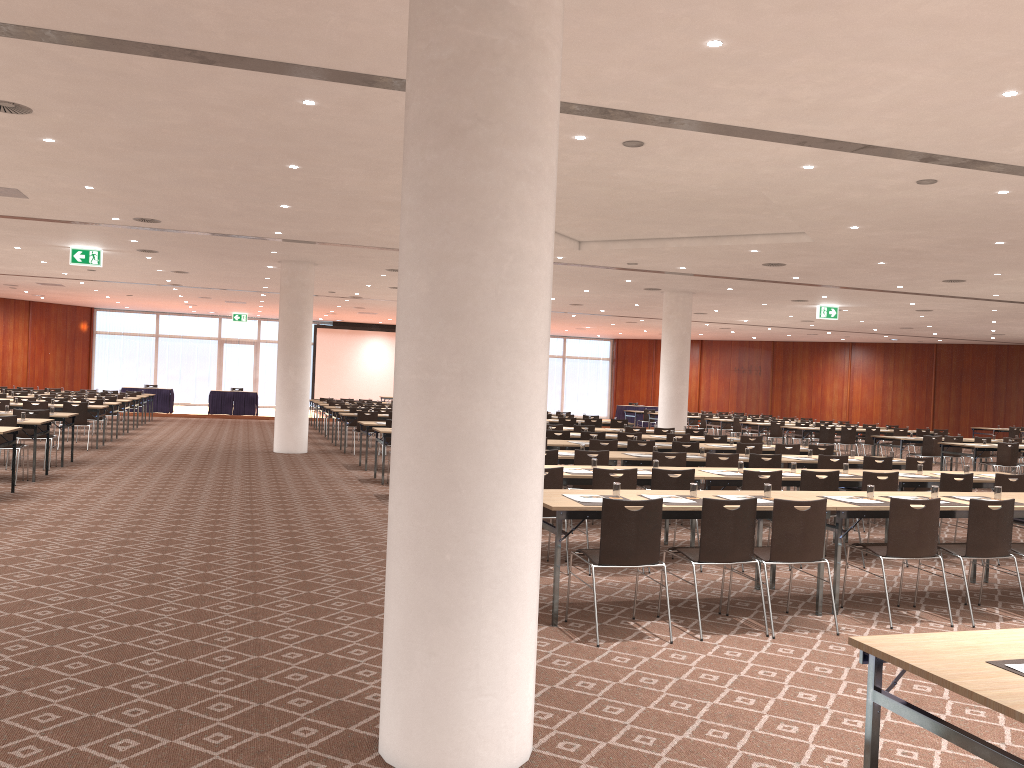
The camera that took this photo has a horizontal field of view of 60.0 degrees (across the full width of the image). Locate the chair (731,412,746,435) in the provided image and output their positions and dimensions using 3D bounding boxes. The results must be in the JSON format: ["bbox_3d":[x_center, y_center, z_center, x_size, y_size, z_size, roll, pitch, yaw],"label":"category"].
[{"bbox_3d":[8.288,1.514,32.781,0.536,0.939,0.613,2,0,-17],"label":"chair"}]

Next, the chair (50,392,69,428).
[{"bbox_3d":[-11.596,0.675,22.755,0.536,0.939,0.613,2,0,-16],"label":"chair"}]

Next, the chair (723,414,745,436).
[{"bbox_3d":[7.684,1.491,30.595,0.536,0.939,0.613,2,1,-18],"label":"chair"}]

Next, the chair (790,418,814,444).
[{"bbox_3d":[9.511,1.570,28.973,0.536,0.939,0.613,2,0,-15],"label":"chair"}]

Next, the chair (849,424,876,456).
[{"bbox_3d":[9.987,1.594,25.086,0.536,0.939,0.613,2,0,-15],"label":"chair"}]

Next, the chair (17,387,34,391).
[{"bbox_3d":[-14.286,0.557,26.059,0.536,0.939,0.613,2,0,-18],"label":"chair"}]

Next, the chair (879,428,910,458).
[{"bbox_3d":[9.942,1.594,22.984,0.536,0.939,0.613,2,0,-17],"label":"chair"}]

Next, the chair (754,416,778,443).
[{"bbox_3d":[8.246,1.516,28.738,0.536,0.939,0.613,2,0,-15],"label":"chair"}]

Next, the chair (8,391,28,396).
[{"bbox_3d":[-12.475,0.638,22.429,0.536,0.939,0.613,2,1,-20],"label":"chair"}]

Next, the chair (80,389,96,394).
[{"bbox_3d":[-12.644,0.627,26.470,0.536,0.939,0.613,2,0,-18],"label":"chair"}]

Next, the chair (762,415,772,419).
[{"bbox_3d":[8.796,1.538,30.992,0.536,0.939,0.613,2,0,-15],"label":"chair"}]

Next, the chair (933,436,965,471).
[{"bbox_3d":[9.396,1.575,19.103,0.536,0.939,0.613,2,1,-20],"label":"chair"}]

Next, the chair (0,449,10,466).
[{"bbox_3d":[-8.184,0.830,13.803,0.536,0.939,0.613,2,0,-16],"label":"chair"}]

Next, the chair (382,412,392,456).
[{"bbox_3d":[-2.498,1.067,19.216,0.536,0.939,0.613,2,0,-16],"label":"chair"}]

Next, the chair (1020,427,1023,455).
[{"bbox_3d":[16.813,1.881,29.300,0.536,0.939,0.613,2,1,-19],"label":"chair"}]

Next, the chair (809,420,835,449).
[{"bbox_3d":[9.400,1.567,26.851,0.536,0.939,0.613,2,0,-15],"label":"chair"}]

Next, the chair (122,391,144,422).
[{"bbox_3d":[-11.441,0.678,26.832,0.536,0.939,0.613,2,0,-17],"label":"chair"}]

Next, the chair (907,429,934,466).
[{"bbox_3d":[10.530,1.619,23.015,0.536,0.939,0.613,2,0,-18],"label":"chair"}]

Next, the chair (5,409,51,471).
[{"bbox_3d":[-7.565,0.856,13.912,0.536,0.939,0.613,2,1,-19],"label":"chair"}]

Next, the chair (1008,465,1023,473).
[{"bbox_3d":[10.017,1.603,17.125,0.536,0.939,0.613,2,0,-14],"label":"chair"}]

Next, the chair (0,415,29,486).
[{"bbox_3d":[-6.953,0.884,12.086,0.536,0.939,0.613,2,0,-14],"label":"chair"}]

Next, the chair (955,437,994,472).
[{"bbox_3d":[10.055,1.603,19.225,0.536,0.939,0.613,2,0,-17],"label":"chair"}]

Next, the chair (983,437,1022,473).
[{"bbox_3d":[10.867,1.637,19.591,0.536,0.939,0.613,2,0,-18],"label":"chair"}]

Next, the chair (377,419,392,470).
[{"bbox_3d":[-2.054,1.089,15.651,0.536,0.939,0.613,2,0,-17],"label":"chair"}]

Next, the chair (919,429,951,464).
[{"bbox_3d":[11.125,1.644,23.279,0.536,0.939,0.613,2,0,-14],"label":"chair"}]

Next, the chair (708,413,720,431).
[{"bbox_3d":[6.781,1.452,30.238,0.536,0.939,0.613,2,1,-18],"label":"chair"}]

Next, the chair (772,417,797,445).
[{"bbox_3d":[8.892,1.544,28.871,0.536,0.939,0.613,2,1,-19],"label":"chair"}]

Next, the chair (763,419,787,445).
[{"bbox_3d":[7.812,1.500,26.372,0.536,0.939,0.613,2,1,-19],"label":"chair"}]

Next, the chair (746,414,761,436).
[{"bbox_3d":[8.255,1.515,30.682,0.536,0.939,0.613,2,0,-17],"label":"chair"}]

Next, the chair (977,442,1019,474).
[{"bbox_3d":[9.348,1.575,17.000,0.536,0.939,0.613,2,0,-14],"label":"chair"}]

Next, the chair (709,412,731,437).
[{"bbox_3d":[7.683,1.489,32.683,0.536,0.939,0.613,2,1,-19],"label":"chair"}]

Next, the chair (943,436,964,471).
[{"bbox_3d":[9.332,1.572,19.084,0.536,0.939,0.613,2,1,-18],"label":"chair"}]

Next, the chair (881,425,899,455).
[{"bbox_3d":[10.645,1.622,25.138,0.536,0.939,0.613,2,0,-17],"label":"chair"}]

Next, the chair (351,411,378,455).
[{"bbox_3d":[-3.123,1.041,18.983,0.536,0.939,0.613,2,0,-15],"label":"chair"}]

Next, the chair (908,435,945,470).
[{"bbox_3d":[8.830,1.551,18.855,0.536,0.939,0.613,2,0,-17],"label":"chair"}]

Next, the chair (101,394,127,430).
[{"bbox_3d":[-10.302,0.730,22.999,0.536,0.939,0.613,2,0,-15],"label":"chair"}]

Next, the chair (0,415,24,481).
[{"bbox_3d":[-6.995,0.882,12.073,0.536,0.939,0.613,2,0,-18],"label":"chair"}]

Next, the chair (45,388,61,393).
[{"bbox_3d":[-13.618,0.586,26.323,0.536,0.939,0.613,2,1,-19],"label":"chair"}]

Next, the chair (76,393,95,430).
[{"bbox_3d":[-10.983,0.701,22.878,0.536,0.939,0.613,2,0,-15],"label":"chair"}]

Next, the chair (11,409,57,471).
[{"bbox_3d":[-7.488,0.859,13.935,0.536,0.939,0.613,2,0,-18],"label":"chair"}]

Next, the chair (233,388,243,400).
[{"bbox_3d":[-9.946,0.609,31.985,0.536,0.939,0.613,2,0,-14],"label":"chair"}]

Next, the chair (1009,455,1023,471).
[{"bbox_3d":[11.521,1.665,19.744,0.536,0.939,0.613,2,1,-19],"label":"chair"}]

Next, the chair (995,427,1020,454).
[{"bbox_3d":[16.234,1.857,28.920,0.536,0.939,0.613,2,0,-17],"label":"chair"}]

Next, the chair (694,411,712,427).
[{"bbox_3d":[7.019,1.461,32.398,0.536,0.939,0.613,2,1,-19],"label":"chair"}]

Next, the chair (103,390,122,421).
[{"bbox_3d":[-12.086,0.651,26.723,0.536,0.939,0.613,2,0,-14],"label":"chair"}]

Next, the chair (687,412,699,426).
[{"bbox_3d":[6.047,1.421,30.163,0.536,0.939,0.613,2,0,-15],"label":"chair"}]

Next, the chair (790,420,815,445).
[{"bbox_3d":[8.780,1.541,26.749,0.536,0.939,0.613,2,0,-15],"label":"chair"}]

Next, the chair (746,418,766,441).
[{"bbox_3d":[7.174,1.473,26.265,0.536,0.939,0.613,2,1,-19],"label":"chair"}]

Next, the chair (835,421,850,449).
[{"bbox_3d":[10.040,1.594,27.190,0.536,0.939,0.613,2,1,-18],"label":"chair"}]

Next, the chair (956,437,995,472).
[{"bbox_3d":[10.072,1.603,19.230,0.536,0.939,0.613,2,1,-18],"label":"chair"}]

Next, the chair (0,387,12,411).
[{"bbox_3d":[-14.898,0.532,25.790,0.536,0.939,0.613,2,1,-19],"label":"chair"}]

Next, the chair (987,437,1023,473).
[{"bbox_3d":[10.952,1.641,19.617,0.536,0.939,0.613,2,0,-14],"label":"chair"}]

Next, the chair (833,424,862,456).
[{"bbox_3d":[9.363,1.568,24.751,0.536,0.939,0.613,2,0,-18],"label":"chair"}]

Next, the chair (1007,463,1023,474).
[{"bbox_3d":[9.995,1.602,17.118,0.536,0.939,0.613,2,0,-17],"label":"chair"}]

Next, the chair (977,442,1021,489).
[{"bbox_3d":[9.396,1.577,17.015,0.536,0.939,0.613,2,0,-15],"label":"chair"}]
